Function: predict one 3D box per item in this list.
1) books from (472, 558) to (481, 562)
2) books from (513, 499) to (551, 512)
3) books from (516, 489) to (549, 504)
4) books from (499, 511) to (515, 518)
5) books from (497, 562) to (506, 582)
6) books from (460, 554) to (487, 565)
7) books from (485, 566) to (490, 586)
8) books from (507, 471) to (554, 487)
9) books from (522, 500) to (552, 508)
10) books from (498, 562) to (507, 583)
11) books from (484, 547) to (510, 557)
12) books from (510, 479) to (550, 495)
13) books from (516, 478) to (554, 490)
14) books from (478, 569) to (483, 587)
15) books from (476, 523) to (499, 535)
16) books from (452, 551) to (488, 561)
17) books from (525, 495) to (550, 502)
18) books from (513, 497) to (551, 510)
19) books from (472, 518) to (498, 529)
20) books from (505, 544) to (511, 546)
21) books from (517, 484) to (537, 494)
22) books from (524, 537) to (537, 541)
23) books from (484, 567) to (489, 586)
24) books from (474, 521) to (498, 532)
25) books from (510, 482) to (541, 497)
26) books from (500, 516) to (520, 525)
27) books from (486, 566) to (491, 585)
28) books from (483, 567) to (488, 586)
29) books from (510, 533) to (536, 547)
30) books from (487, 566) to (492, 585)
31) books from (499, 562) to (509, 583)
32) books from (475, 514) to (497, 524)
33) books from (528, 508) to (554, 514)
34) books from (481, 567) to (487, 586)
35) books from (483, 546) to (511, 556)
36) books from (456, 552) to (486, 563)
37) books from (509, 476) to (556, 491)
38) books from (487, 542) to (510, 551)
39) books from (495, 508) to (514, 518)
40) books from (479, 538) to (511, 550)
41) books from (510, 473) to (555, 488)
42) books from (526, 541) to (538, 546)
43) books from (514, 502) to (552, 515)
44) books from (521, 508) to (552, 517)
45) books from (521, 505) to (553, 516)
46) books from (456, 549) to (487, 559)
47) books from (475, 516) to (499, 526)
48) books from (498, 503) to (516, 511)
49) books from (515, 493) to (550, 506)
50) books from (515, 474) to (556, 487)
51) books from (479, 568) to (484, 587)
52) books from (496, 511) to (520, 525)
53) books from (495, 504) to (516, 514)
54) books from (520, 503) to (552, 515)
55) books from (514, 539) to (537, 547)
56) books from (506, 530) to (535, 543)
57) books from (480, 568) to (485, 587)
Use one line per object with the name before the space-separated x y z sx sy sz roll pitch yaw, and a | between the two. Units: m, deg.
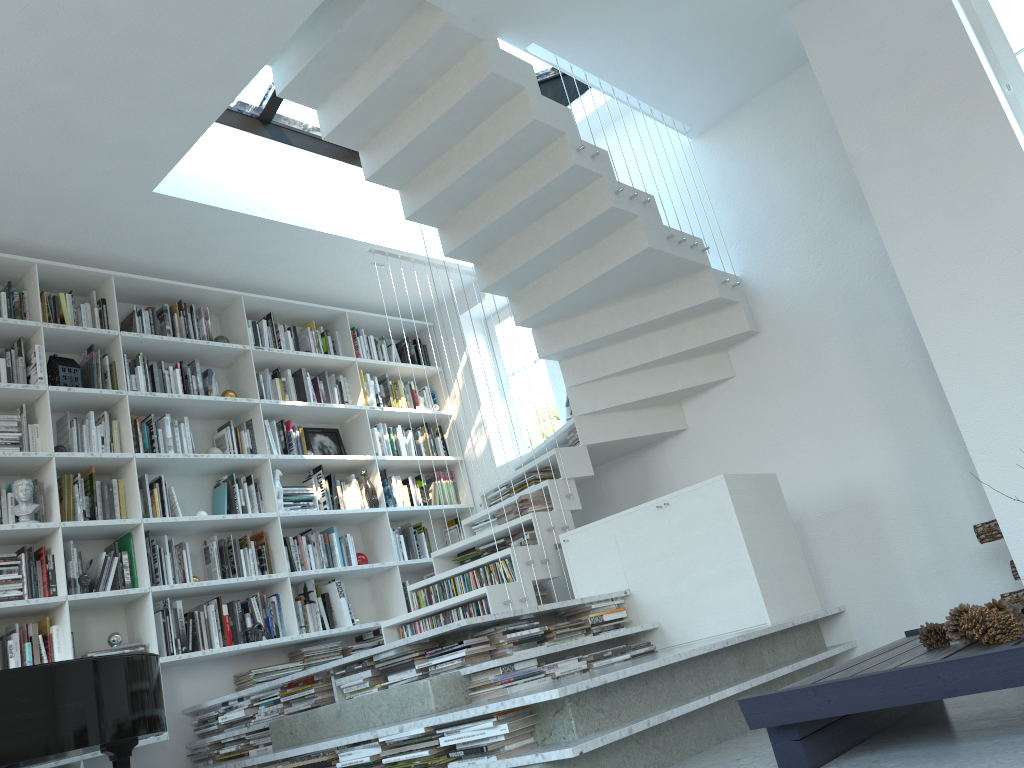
books | -0.190 1.059 5.286 0.132 0.010 0.198 3 -25 -44
books | 0.161 0.678 5.032 0.295 0.007 0.146 -8 -19 -19
books | 0.149 0.641 5.054 0.233 0.025 0.158 -10 -18 -13
books | 0.020 0.770 5.260 0.159 0.012 0.129 -2 -21 -34
books | -0.011 0.973 4.573 0.034 0.123 0.125 -28 -22 37
books | -0.199 1.043 5.285 0.181 0.022 0.140 -25 -21 31
books | -0.084 1.010 4.636 0.007 0.125 0.125 -28 -22 37
books | 0.116 0.577 5.397 0.191 0.013 0.244 0 -22 -37
books | 0.160 0.692 5.043 0.231 0.011 0.172 -10 -18 -13
books | -0.006 0.970 4.568 0.035 0.123 0.125 -28 -22 37
books | -0.041 0.974 5.141 0.150 0.013 0.220 3 -24 -43
books | 0.132 0.625 5.384 0.187 0.009 0.262 0 -23 -38
books | 0.138 0.614 5.395 0.154 0.014 0.197 -1 -22 -36
books | -0.118 1.029 4.666 0.007 0.125 0.125 -28 -22 37
books | -0.095 0.888 5.472 0.231 0.019 0.143 -28 -22 36
books | -0.221 1.021 5.273 0.189 0.006 0.198 -26 -21 34
books | 0.153 0.667 5.053 0.184 0.016 0.179 -7 -19 -21
books | 0.160 0.671 5.034 0.295 0.007 0.146 -9 -18 -15
books | -0.116 0.858 5.465 0.204 0.011 0.173 -26 -21 33
books | -0.034 0.954 5.161 0.186 0.008 0.129 -28 -22 36
books | 0.132 0.648 5.372 0.182 0.013 0.288 -2 -21 -35
books | 0.100 0.876 4.903 0.161 0.007 0.255 -4 -20 -29
books | -0.089 1.013 4.640 0.007 0.125 0.125 -28 -22 37
books | -0.102 0.872 5.473 0.240 0.016 0.149 -27 -22 35
books | 0.128 0.636 5.376 0.191 0.014 0.244 -1 -22 -36
books | 0.049 0.800 5.229 0.182 0.005 0.188 -28 -22 37
books | -0.079 1.007 4.631 0.008 0.125 0.125 -28 -22 37
books | -0.095 1.016 4.645 0.009 0.125 0.125 -28 -22 37
books | 0.103 0.859 4.912 0.141 0.028 0.223 -4 -20 -30
books | -0.074 1.004 4.627 0.008 0.125 0.125 -28 -22 37
books | 0.000 0.967 4.563 0.037 0.122 0.125 -28 -22 37
books | -0.114 0.834 5.482 0.181 0.014 0.157 -27 -22 35
books | 0.172 0.739 5.030 0.215 0.013 0.190 -9 -18 -17
books | -0.101 1.019 4.651 0.010 0.125 0.125 -28 -22 37
books | -0.053 0.961 5.135 0.189 0.012 0.156 4 -25 -45
books | -0.207 1.029 5.285 0.208 0.009 0.160 -26 -21 34
books | 0.127 0.605 5.391 0.176 0.007 0.255 1 -23 -40
books | -0.041 0.942 5.160 0.133 0.017 0.179 3 -25 -44
books | 0.030 0.751 5.251 0.218 0.012 0.156 -3 -21 -33
books | -0.062 0.925 5.147 0.194 0.014 0.177 -26 -21 32
books | 0.126 0.587 5.399 0.174 0.009 0.240 1 -23 -39
books | 0.112 0.904 4.897 0.136 0.017 0.289 -5 -20 -26
books | 0.166 0.695 5.027 0.295 0.006 0.147 -9 -18 -15
books | 0.167 0.734 5.042 0.254 0.007 0.189 -7 -19 -22
books | 0.168 0.721 5.033 0.221 0.011 0.181 -8 -18 -18
books | -0.209 1.013 5.291 0.195 0.012 0.161 -27 -21 35
books | -0.112 0.847 5.476 0.180 0.014 0.157 -26 -21 34
books | 0.019 0.728 5.263 0.155 0.009 0.155 -28 -22 37
books | 0.154 0.652 5.042 0.254 0.005 0.161 -9 -18 -17
books | 0.136 0.596 5.402 0.144 0.011 0.257 2 -23 -41
books | -0.113 1.026 4.661 0.008 0.125 0.125 -28 -22 37
books | 0.047 0.780 5.232 0.178 0.035 0.222 3 -24 -43
books | 0.025 0.738 5.256 0.166 0.017 0.191 4 -25 -45
books | 0.168 0.704 5.024 0.214 0.014 0.139 -7 -19 -22
books | 0.090 0.889 4.892 0.171 0.019 0.241 -6 -19 -24
books | 0.088 0.840 4.912 0.168 0.014 0.213 -4 -20 -29
books | -0.108 1.023 4.656 0.008 0.125 0.125 -28 -22 37
